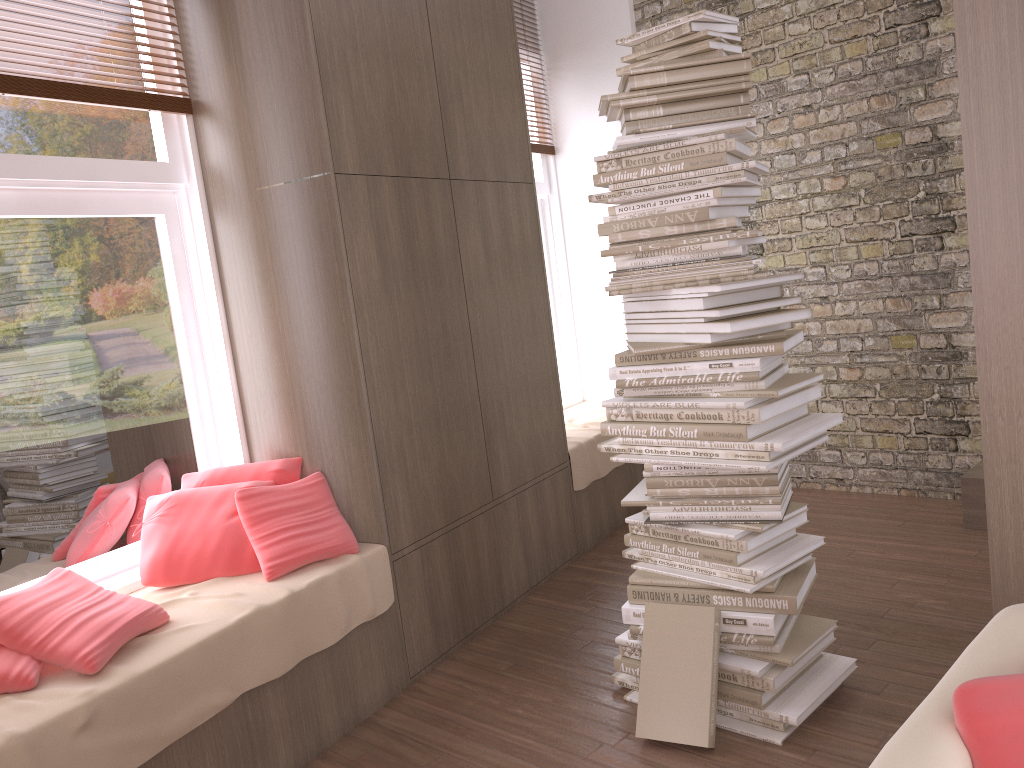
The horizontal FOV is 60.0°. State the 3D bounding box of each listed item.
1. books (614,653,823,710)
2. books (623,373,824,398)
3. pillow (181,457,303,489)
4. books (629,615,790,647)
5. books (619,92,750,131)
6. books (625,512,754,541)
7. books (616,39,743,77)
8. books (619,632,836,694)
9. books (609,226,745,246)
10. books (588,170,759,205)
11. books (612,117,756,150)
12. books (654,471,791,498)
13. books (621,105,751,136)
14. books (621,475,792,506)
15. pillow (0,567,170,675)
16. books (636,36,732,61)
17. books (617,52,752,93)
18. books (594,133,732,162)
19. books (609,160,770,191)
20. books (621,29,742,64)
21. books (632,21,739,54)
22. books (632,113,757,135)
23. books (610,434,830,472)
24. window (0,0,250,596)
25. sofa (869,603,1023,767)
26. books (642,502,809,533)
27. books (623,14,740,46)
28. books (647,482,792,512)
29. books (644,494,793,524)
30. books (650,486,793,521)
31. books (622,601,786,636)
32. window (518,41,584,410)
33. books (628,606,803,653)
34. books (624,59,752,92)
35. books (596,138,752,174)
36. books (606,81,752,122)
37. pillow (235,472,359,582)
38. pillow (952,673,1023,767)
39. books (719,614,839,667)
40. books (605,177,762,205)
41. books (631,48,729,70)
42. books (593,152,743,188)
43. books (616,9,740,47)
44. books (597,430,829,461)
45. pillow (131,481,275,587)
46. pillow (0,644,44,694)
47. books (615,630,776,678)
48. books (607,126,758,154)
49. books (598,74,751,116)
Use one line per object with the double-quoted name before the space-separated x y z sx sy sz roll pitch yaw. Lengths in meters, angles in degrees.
"books" 0.661 0.879 2.858 0.522 0.046 0.410 -1 9 44
"books" 0.663 0.005 2.813 0.542 0.020 0.320 -1 9 44
"pillow" -0.959 0.460 3.130 0.484 0.334 0.193 -8 7 -5
"books" 0.641 0.731 2.813 0.442 0.025 0.346 -4 8 29
"books" 0.526 -0.839 2.743 0.371 0.036 0.211 -7 7 4
"books" 0.632 0.421 2.853 0.330 0.016 0.422 -13 9 -40
"books" 0.508 -0.985 2.708 0.327 0.023 0.198 -1 9 44
"books" 0.690 0.827 2.855 0.542 0.046 0.421 -1 9 44
"books" 0.522 -0.463 2.780 0.395 0.009 0.233 -5 7 19
"books" 0.508 -0.609 2.764 0.470 0.022 0.306 -4 7 24
"books" 0.517 -0.756 2.726 0.404 0.026 0.266 -7 7 4
"books" 0.675 0.321 2.825 0.385 0.008 0.274 -4 7 24
"books" 0.530 -0.802 2.747 0.371 0.036 0.211 -7 7 4
"books" 0.625 0.339 2.838 0.488 0.018 0.296 -4 7 24
"pillow" -1.190 0.631 2.409 0.354 0.200 0.403 -6 7 9
"books" 0.530 -1.004 2.691 0.258 0.010 0.183 -4 8 29
"books" 0.512 -0.940 2.692 0.366 0.012 0.287 -7 7 4
"books" 0.487 -0.719 2.748 0.392 0.015 0.306 -4 7 24
"books" 0.555 -0.635 2.745 0.434 0.019 0.324 -4 7 24
"books" 0.512 -1.016 2.694 0.303 0.015 0.202 -1 9 44
"books" 0.521 -1.039 2.685 0.193 0.029 0.260 -11 8 -31
"books" 0.540 -0.776 2.713 0.351 0.010 0.284 -7 7 4
"books" 0.653 0.203 2.799 0.542 0.016 0.423 -1 9 44
"window" -1.516 -0.392 2.697 0.160 2.229 1.407 -3 8 31
"sofa" 1.373 0.783 0.483 2.204 0.751 0.919 -1 9 44
"books" 0.675 0.401 2.831 0.264 0.016 0.448 -13 9 -40
"books" 0.511 -1.057 2.675 0.277 0.008 0.216 -1 9 44
"books" 0.664 0.355 2.821 0.405 0.018 0.300 -4 7 24
"books" 0.661 0.393 2.817 0.413 0.006 0.322 -4 7 24
"books" 0.669 0.376 2.817 0.396 0.024 0.310 -4 7 24
"books" 0.637 0.686 2.831 0.469 0.057 0.364 -4 8 29
"window" -0.099 -0.864 5.081 0.160 2.229 1.407 -3 8 31
"books" 0.657 0.754 2.849 0.469 0.028 0.368 -4 8 29
"books" 0.523 -0.915 2.700 0.351 0.036 0.275 -7 7 4
"books" 0.511 -0.697 2.762 0.416 0.035 0.323 -4 7 24
"books" 0.500 -0.862 2.717 0.412 0.019 0.259 -7 7 4
"pillow" -0.726 0.468 2.985 0.357 0.278 0.264 -13 9 -37
"pillow" 0.828 0.549 1.041 0.498 0.377 0.379 -9 7 -11
"books" 0.708 0.774 2.824 0.542 0.020 0.320 -1 9 44
"books" 0.534 -0.589 2.728 0.416 0.012 0.324 -4 7 24
"books" 0.522 -0.960 2.696 0.272 0.023 0.201 -4 7 24
"books" 0.491 -0.657 2.755 0.401 0.035 0.315 -4 7 24
"books" 0.501 -1.070 2.690 0.313 0.014 0.204 -1 9 44
"books" 0.638 0.174 2.852 0.612 0.028 0.399 -1 9 44
"pillow" -1.028 0.497 2.970 0.485 0.279 0.270 -9 7 -10
"pillow" -1.396 0.696 2.314 0.373 0.150 0.397 -9 7 -12
"books" 0.655 0.798 2.846 0.510 0.020 0.399 -1 9 44
"books" 0.530 -0.740 2.747 0.416 0.015 0.245 -4 7 24
"books" 0.486 -0.883 2.721 0.435 0.019 0.248 -7 7 4
